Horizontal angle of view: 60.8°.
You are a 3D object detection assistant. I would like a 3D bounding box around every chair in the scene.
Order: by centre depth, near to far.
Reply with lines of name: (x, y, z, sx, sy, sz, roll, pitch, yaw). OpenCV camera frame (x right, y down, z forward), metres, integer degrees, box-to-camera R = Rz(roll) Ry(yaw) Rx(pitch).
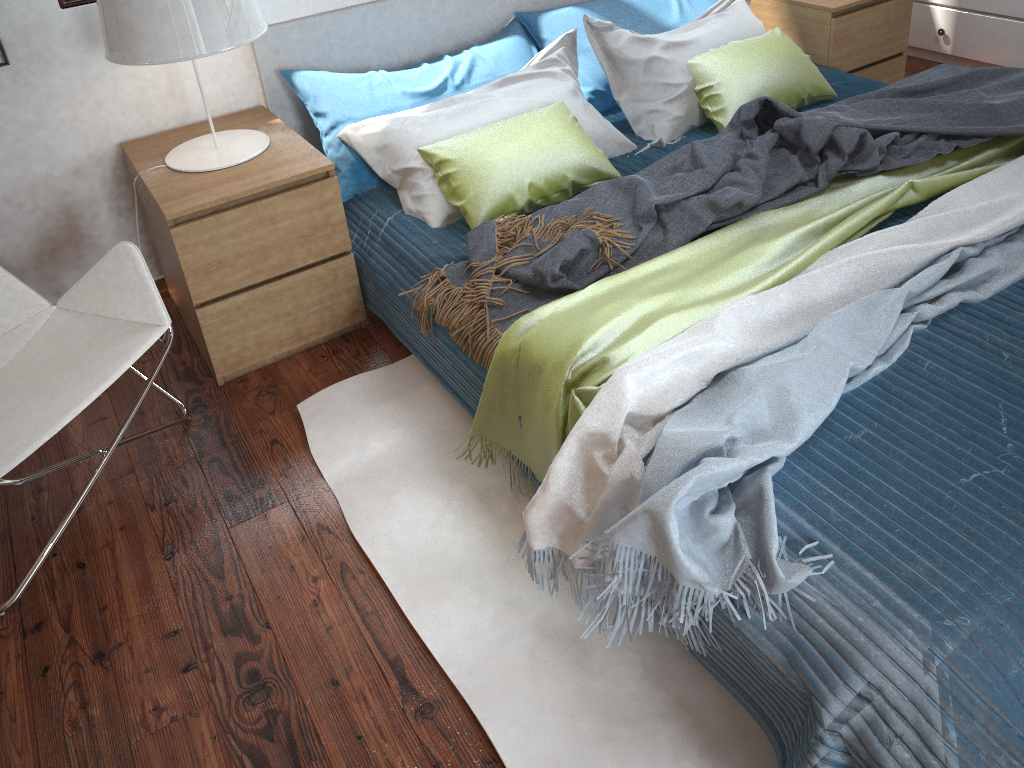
chair: (-1.223, -0.087, 1.863, 0.803, 0.738, 0.751, 6, 35, 19)

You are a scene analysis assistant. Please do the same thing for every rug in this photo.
rug: (1.038, -0.025, 2.049, 2.785, 0.045, 1.899, -24, 39, -24)

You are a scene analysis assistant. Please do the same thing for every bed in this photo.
bed: (0.739, -0.536, 2.257, 2.191, 0.714, 2.723, -23, 38, -22)

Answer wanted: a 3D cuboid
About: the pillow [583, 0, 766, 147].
pillow: (0.655, -1.105, 2.899, 0.882, 0.362, 0.377, -28, 39, -29)

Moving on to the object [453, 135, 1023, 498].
object: (0.823, -0.283, 2.172, 2.174, 0.414, 0.514, -28, 39, -28)

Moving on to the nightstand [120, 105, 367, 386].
nightstand: (-0.767, -0.414, 2.502, 0.439, 0.500, 0.643, -22, 36, -23)

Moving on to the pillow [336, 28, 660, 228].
pillow: (-0.036, -0.757, 2.579, 0.902, 0.332, 0.495, -28, 39, -28)

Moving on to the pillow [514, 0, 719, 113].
pillow: (0.491, -1.256, 3.154, 0.948, 0.295, 0.385, -26, 38, -26)

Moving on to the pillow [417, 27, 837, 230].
pillow: (0.400, -0.803, 2.602, 1.416, 0.203, 0.327, -25, 38, -25)

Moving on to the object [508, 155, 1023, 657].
object: (0.979, -0.134, 1.851, 2.227, 0.349, 0.561, -28, 40, -28)

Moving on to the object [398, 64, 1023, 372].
object: (0.739, -0.533, 2.291, 2.157, 0.377, 0.670, -19, 36, -17)

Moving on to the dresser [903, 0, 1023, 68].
dresser: (2.711, -1.315, 2.917, 0.631, 0.814, 3.293, -21, 38, -22)

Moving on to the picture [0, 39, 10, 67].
picture: (-1.562, -0.942, 2.078, 0.518, 0.467, 0.045, -24, 34, -25)

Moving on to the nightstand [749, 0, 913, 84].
nightstand: (1.170, -1.323, 3.480, 0.439, 0.500, 0.643, -22, 36, -23)

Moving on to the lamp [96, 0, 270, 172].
lamp: (-0.832, -0.872, 2.253, 0.418, 0.544, 0.427, -24, 36, -26)

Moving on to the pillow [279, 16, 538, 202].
pillow: (-0.241, -0.918, 2.783, 0.939, 0.305, 0.365, -26, 38, -26)
